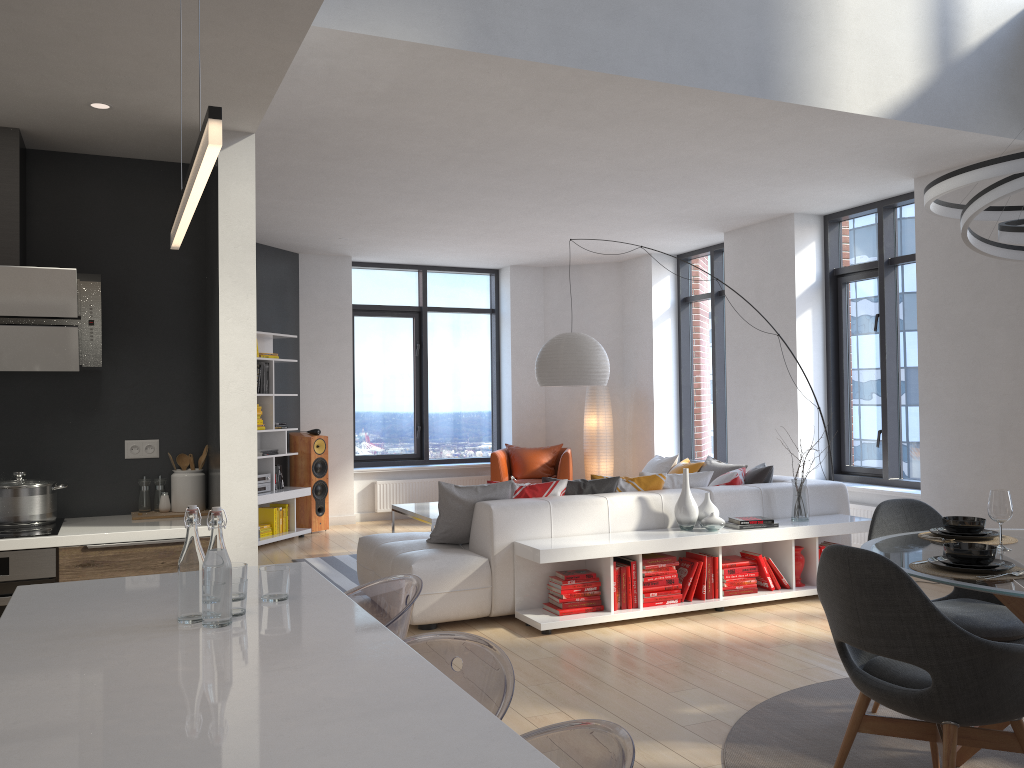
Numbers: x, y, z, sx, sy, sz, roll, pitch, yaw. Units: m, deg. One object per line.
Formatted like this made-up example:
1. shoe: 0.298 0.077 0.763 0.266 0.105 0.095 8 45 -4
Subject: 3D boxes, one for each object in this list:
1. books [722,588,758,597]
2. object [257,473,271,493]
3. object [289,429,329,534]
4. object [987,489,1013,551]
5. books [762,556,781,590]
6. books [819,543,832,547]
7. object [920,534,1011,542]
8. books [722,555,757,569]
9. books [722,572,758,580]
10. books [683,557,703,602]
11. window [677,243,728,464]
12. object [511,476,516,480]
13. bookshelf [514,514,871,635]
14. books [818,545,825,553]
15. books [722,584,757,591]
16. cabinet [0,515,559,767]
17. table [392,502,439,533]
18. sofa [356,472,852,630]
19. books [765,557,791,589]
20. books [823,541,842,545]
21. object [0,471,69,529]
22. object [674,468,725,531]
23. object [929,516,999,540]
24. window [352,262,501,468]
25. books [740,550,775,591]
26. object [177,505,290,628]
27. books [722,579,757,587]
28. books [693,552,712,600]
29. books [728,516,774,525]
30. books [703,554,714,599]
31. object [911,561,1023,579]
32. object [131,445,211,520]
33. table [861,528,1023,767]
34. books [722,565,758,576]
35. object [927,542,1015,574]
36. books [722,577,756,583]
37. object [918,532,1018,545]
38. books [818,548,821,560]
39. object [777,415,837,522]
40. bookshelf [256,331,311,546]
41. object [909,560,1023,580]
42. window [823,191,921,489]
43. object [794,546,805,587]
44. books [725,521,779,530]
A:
1. books: 1.443 1.348 5.824 0.259 0.034 0.206 0 -1 -21
2. object: -2.523 0.962 8.575 0.270 0.174 0.285 -1 -1 21
3. object: -2.176 1.016 9.371 0.434 1.088 0.290 -2 -1 36
4. object: 1.818 0.505 3.300 0.083 0.220 0.083 -2 -1 38
5. books: 1.677 1.248 5.911 0.148 0.232 0.171 0 -1 -23
6. books: 2.244 1.237 6.165 0.119 0.249 0.187 0 -1 -24
7. object: 1.826 0.612 3.574 0.309 0.015 0.206 0 -1 -20
8. books: 1.425 1.176 5.860 0.301 0.032 0.227 0 -1 -24
9. books: 1.451 1.244 5.825 0.261 0.027 0.191 0 -1 -20
10. books: 1.119 1.242 5.652 0.115 0.245 0.192 0 -1 -24
11. window: 2.247 -0.294 9.576 0.170 2.402 1.310 0 -1 -24
12. object: -0.074 0.919 7.558 0.330 0.265 0.330 -1 -1 0
13. bookshelf: 1.274 1.195 5.751 2.600 0.500 0.356 0 -1 -24
14. books: 2.070 1.227 6.075 0.050 0.268 0.198 0 -1 -24
15. books: 1.437 1.318 5.813 0.266 0.026 0.187 0 -1 -19
16. cabinet: -1.453 0.149 1.653 2.402 2.501 4.694 0 -1 -24
17. table: -0.346 1.273 7.595 1.091 0.435 1.091 0 -1 -24
18. sofa: 0.428 1.114 7.001 3.424 0.732 2.614 0 -1 -24
19. books: 1.728 1.254 5.934 0.186 0.223 0.188 0 -1 -24
20. books: 2.272 1.234 6.182 0.116 0.255 0.198 0 -1 -24
21. object: -2.084 0.481 3.754 0.315 0.223 0.288 -1 -1 17
22. object: 1.214 0.748 5.799 0.316 0.398 0.319 -1 -1 0
23. object: 1.830 0.582 3.589 0.258 0.074 0.258 0 -2 -44
24. window: -1.073 -0.229 10.741 1.960 2.402 0.170 0 -1 -24
25. books: 1.631 1.240 5.898 0.134 0.248 0.192 0 -1 -24
26. object: -0.640 0.416 2.146 0.148 0.267 0.323 -1 -1 31
27. books: 1.444 1.293 5.824 0.257 0.025 0.182 0 -1 -24
28. books: 1.205 1.231 5.709 0.038 0.270 0.215 0 -1 -24
29. books: 1.581 0.904 5.872 0.238 0.027 0.188 -1 -1 -11
30. books: 1.237 1.234 5.713 0.028 0.266 0.188 0 -1 -24
31. object: 1.511 0.603 2.924 0.206 0.015 0.309 0 -1 -20
32. object: -1.558 0.440 4.048 0.330 0.316 0.221 0 -1 -24
33. table: 2.017 0.990 3.066 1.499 0.764 1.499 0 -1 -35
34. books: 1.442 1.211 5.839 0.279 0.039 0.206 0 -1 -25
35. object: 1.515 0.573 2.933 0.258 0.074 0.258 0 -2 -44
36. books: 1.445 1.269 5.816 0.236 0.023 0.178 0 -1 -24
37. object: 1.835 0.620 3.578 0.360 0.002 0.360 -1 -1 18
38. books: 2.040 1.236 6.053 0.026 0.250 0.168 0 -1 -25
39. object: 2.026 0.570 6.083 0.406 0.744 0.607 -1 -1 16
40. bookshelf: -2.801 0.510 7.728 0.455 2.052 3.000 -1 -1 21
41. object: 1.508 0.611 2.930 0.360 0.002 0.360 -2 -1 40
42. window: 3.190 -0.347 7.478 0.170 2.402 1.310 0 -1 -24
43. object: 1.919 1.233 6.008 0.125 0.258 0.125 -2 -2 43
44. books: 1.572 0.931 5.894 0.300 0.026 0.245 0 -1 -19
